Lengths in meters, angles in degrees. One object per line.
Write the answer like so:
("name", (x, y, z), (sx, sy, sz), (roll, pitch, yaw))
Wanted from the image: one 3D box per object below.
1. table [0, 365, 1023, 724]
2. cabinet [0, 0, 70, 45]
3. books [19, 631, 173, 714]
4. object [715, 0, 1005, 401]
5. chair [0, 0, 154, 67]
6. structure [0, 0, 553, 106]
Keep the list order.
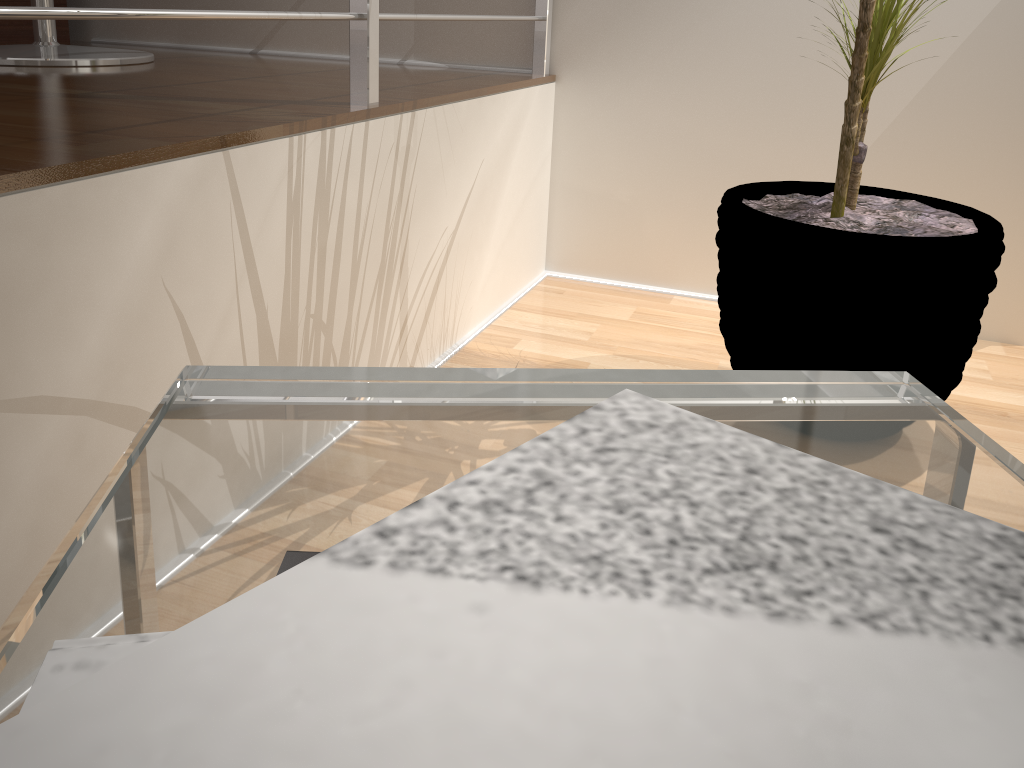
("table", (0.039, 0.290, 0.268), (0.464, 0.382, 0.578), (1, 21, -5))
("cabinet", (-1.731, -0.929, 1.405), (0.638, 0.715, 1.926), (9, 23, 18))
("books", (0.061, 0.107, 0.115), (0.287, 0.026, 0.238), (-2, 24, -10))
("object", (0.468, -0.617, 1.133), (0.447, 1.410, 0.516), (13, 19, 31))
("chair", (-0.876, -1.023, 1.597), (0.428, 0.811, 0.403), (7, 18, 14))
("structure", (-0.317, -0.721, 0.708), (0.058, 1.002, 2.421), (8, 23, 18))
